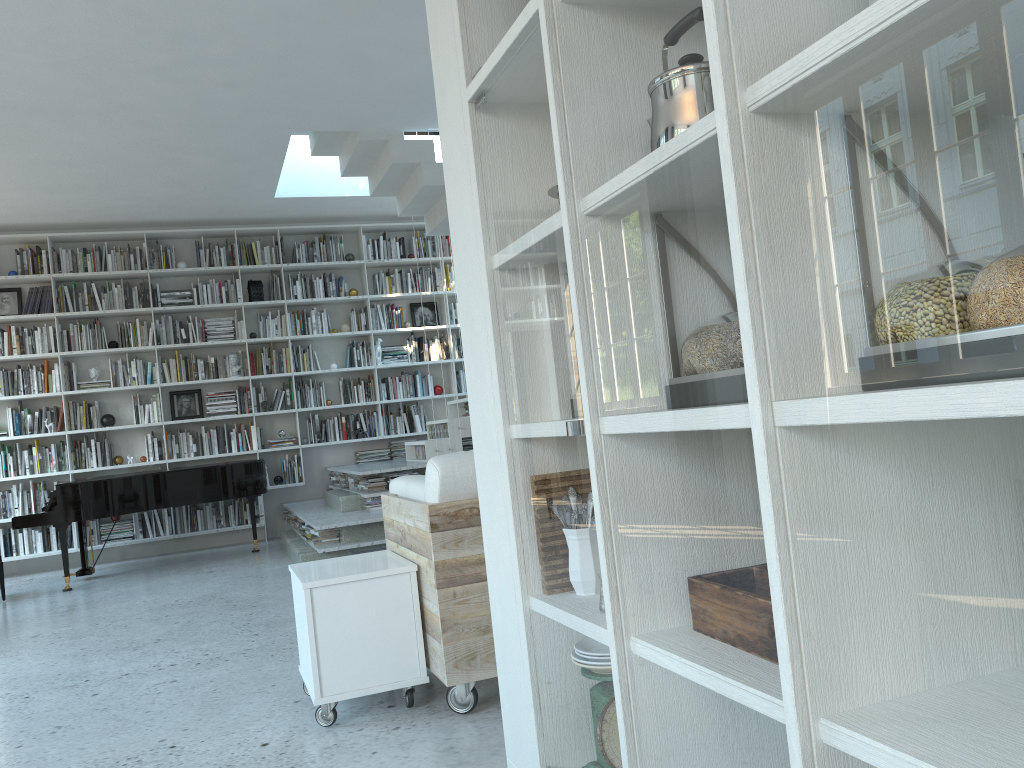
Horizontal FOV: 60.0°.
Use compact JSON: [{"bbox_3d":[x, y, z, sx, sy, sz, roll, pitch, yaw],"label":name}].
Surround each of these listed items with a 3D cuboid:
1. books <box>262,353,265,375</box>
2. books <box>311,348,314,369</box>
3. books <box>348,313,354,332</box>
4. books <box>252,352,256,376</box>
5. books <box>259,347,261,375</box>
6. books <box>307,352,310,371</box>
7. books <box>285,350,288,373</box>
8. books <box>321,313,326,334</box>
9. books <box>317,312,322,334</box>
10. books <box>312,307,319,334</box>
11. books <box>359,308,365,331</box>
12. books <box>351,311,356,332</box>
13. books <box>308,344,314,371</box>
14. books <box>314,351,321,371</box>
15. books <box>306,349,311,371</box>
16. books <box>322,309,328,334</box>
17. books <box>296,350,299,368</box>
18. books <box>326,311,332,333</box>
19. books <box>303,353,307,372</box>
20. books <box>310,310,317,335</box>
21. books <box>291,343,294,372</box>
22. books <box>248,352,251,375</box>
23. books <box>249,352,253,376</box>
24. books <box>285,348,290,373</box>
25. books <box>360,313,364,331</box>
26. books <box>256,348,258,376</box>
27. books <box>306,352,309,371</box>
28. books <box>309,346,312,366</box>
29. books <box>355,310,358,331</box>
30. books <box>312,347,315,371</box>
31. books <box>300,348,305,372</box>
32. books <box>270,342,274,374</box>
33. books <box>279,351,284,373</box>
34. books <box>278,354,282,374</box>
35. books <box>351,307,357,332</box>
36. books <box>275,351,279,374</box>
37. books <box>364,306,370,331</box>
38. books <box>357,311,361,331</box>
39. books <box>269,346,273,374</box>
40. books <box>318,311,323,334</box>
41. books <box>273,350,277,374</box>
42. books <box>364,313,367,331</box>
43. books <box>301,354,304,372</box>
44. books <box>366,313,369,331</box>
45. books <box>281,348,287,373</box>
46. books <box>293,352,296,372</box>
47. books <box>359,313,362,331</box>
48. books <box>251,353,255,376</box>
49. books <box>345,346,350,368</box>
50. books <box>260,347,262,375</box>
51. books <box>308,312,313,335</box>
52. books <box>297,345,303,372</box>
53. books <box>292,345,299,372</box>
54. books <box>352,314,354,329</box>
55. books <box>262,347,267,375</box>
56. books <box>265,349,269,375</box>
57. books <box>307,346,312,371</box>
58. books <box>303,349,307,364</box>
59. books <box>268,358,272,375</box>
[{"bbox_3d":[-2.530,-0.191,9.012,0.015,0.231,0.180,-6,-2,-19],"label":"books"},{"bbox_3d":[-2.085,-0.265,9.221,0.011,0.300,0.088,-6,-2,-19],"label":"books"},{"bbox_3d":[-1.696,-0.633,9.346,0.015,0.220,0.140,-6,-2,-19],"label":"books"},{"bbox_3d":[-2.622,-0.189,9.007,0.013,0.247,0.176,-6,-2,-19],"label":"books"},{"bbox_3d":[-2.562,-0.218,8.997,0.035,0.293,0.145,-6,-2,-19],"label":"books"},{"bbox_3d":[-2.111,-0.221,9.156,0.007,0.211,0.158,-6,-2,-19],"label":"books"},{"bbox_3d":[-2.322,-0.217,9.105,0.019,0.247,0.149,-6,-2,-19],"label":"books"},{"bbox_3d":[-1.970,-0.614,9.235,0.021,0.232,0.183,-6,-2,-19],"label":"books"},{"bbox_3d":[-2.013,-0.616,9.214,0.025,0.244,0.183,-6,-2,-19],"label":"books"},{"bbox_3d":[-2.045,-0.638,9.220,0.027,0.295,0.159,-6,-2,-19],"label":"books"},{"bbox_3d":[-1.581,-0.663,9.364,0.016,0.257,0.176,-6,-2,-19],"label":"books"},{"bbox_3d":[-1.677,-0.641,9.347,0.012,0.232,0.154,-6,-2,-19],"label":"books"},{"bbox_3d":[-2.082,-0.261,9.177,0.013,0.287,0.159,-6,-2,-19],"label":"books"},{"bbox_3d":[-2.022,-0.227,9.175,0.051,0.210,0.177,-6,-2,-19],"label":"books"},{"bbox_3d":[-2.105,-0.236,9.171,0.017,0.243,0.132,-6,-2,-19],"label":"books"},{"bbox_3d":[-1.947,-0.637,9.232,0.024,0.272,0.169,-6,-2,-19],"label":"books"},{"bbox_3d":[-2.212,-0.226,9.141,0.007,0.244,0.145,-6,-2,-19],"label":"books"},{"bbox_3d":[-1.917,-0.629,9.266,0.034,0.254,0.161,-6,-2,-19],"label":"books"},{"bbox_3d":[-2.135,-0.209,9.127,0.017,0.192,0.191,-6,-2,-19],"label":"books"},{"bbox_3d":[-2.061,-0.621,9.186,0.030,0.263,0.182,-6,-2,-19],"label":"books"},{"bbox_3d":[-2.258,-0.260,9.102,0.006,0.318,0.164,-6,-2,-19],"label":"books"},{"bbox_3d":[-2.663,-0.189,8.980,0.014,0.254,0.161,-6,-2,-19],"label":"books"},{"bbox_3d":[-2.649,-0.191,8.987,0.015,0.255,0.150,-6,-2,-19],"label":"books"},{"bbox_3d":[-2.304,-0.230,9.109,0.033,0.268,0.142,-6,-2,-19],"label":"books"},{"bbox_3d":[-1.595,-0.634,9.368,0.013,0.202,0.173,-6,-2,-19],"label":"books"},{"bbox_3d":[-2.587,-0.216,8.993,0.035,0.293,0.145,-6,-2,-19],"label":"books"},{"bbox_3d":[-2.123,-0.218,9.160,0.014,0.209,0.156,-6,-2,-19],"label":"books"},{"bbox_3d":[-2.090,-0.253,9.174,0.006,0.273,0.167,-6,-2,-19],"label":"books"},{"bbox_3d":[-1.650,-0.650,9.355,0.016,0.243,0.151,-6,-2,-19],"label":"books"},{"bbox_3d":[-2.062,-0.246,9.192,0.007,0.254,0.161,-6,-2,-19],"label":"books"},{"bbox_3d":[-2.163,-0.237,9.152,0.013,0.256,0.144,-6,-2,-19],"label":"books"},{"bbox_3d":[-2.448,-0.251,9.047,0.021,0.337,0.169,-6,-2,-19],"label":"books"},{"bbox_3d":[-2.359,-0.210,9.082,0.028,0.239,0.145,-6,-2,-19],"label":"books"},{"bbox_3d":[-2.375,-0.192,9.054,0.034,0.204,0.181,-6,-2,-19],"label":"books"},{"bbox_3d":[-1.662,-0.661,9.340,0.015,0.267,0.164,-6,-2,-19],"label":"books"},{"bbox_3d":[-2.397,-0.209,9.039,0.027,0.242,0.189,-6,-2,-19],"label":"books"},{"bbox_3d":[-1.537,-0.678,9.377,0.005,0.278,0.182,-6,-2,-19],"label":"books"},{"bbox_3d":[-1.624,-0.644,9.366,0.016,0.228,0.160,-6,-2,-19],"label":"books"},{"bbox_3d":[-2.451,-0.229,9.024,0.019,0.293,0.182,-6,-2,-19],"label":"books"},{"bbox_3d":[-1.997,-0.626,9.241,0.024,0.262,0.133,-6,-2,-19],"label":"books"},{"bbox_3d":[-2.427,-0.210,9.055,0.033,0.253,0.175,-6,-2,-19],"label":"books"},{"bbox_3d":[-1.565,-0.639,9.367,0.013,0.204,0.174,-6,-2,-19],"label":"books"},{"bbox_3d":[-2.171,-0.205,9.141,0.014,0.192,0.147,-6,-2,-19],"label":"books"},{"bbox_3d":[-1.543,-0.641,9.379,0.012,0.206,0.169,-6,-2,-19],"label":"books"},{"bbox_3d":[-2.336,-0.226,9.085,0.032,0.266,0.143,-6,-2,-19],"label":"books"},{"bbox_3d":[-2.248,-0.211,9.117,0.015,0.220,0.155,-6,-2,-19],"label":"books"},{"bbox_3d":[-1.611,-0.634,9.375,0.012,0.206,0.137,-6,-2,-19],"label":"books"},{"bbox_3d":[-2.632,-0.187,8.991,0.014,0.244,0.145,-6,-2,-19],"label":"books"},{"bbox_3d":[-1.726,-0.270,9.306,0.056,0.241,0.153,-6,-2,-19],"label":"books"},{"bbox_3d":[-2.555,-0.218,9.015,0.035,0.293,0.145,-6,-2,-19],"label":"books"},{"bbox_3d":[-2.089,-0.615,9.202,0.011,0.257,0.131,-6,-2,-19],"label":"books"},{"bbox_3d":[-2.181,-0.248,9.116,0.013,0.279,0.192,-6,-2,-19],"label":"books"},{"bbox_3d":[-2.229,-0.248,9.116,0.035,0.287,0.191,-6,-2,-19],"label":"books"},{"bbox_3d":[-1.684,-0.627,9.345,0.005,0.205,0.154,-6,-2,-19],"label":"books"},{"bbox_3d":[-2.517,-0.223,9.016,0.019,0.294,0.164,-6,-2,-19],"label":"books"},{"bbox_3d":[-2.505,-0.215,9.044,0.035,0.278,0.139,-6,-2,-19],"label":"books"},{"bbox_3d":[-2.093,-0.251,9.167,0.006,0.270,0.178,-6,-2,-19],"label":"books"},{"bbox_3d":[-2.135,-0.233,9.156,0.008,0.242,0.169,-6,-2,-19],"label":"books"},{"bbox_3d":[-2.477,-0.169,9.054,0.030,0.181,0.131,-6,-2,-19],"label":"books"}]
